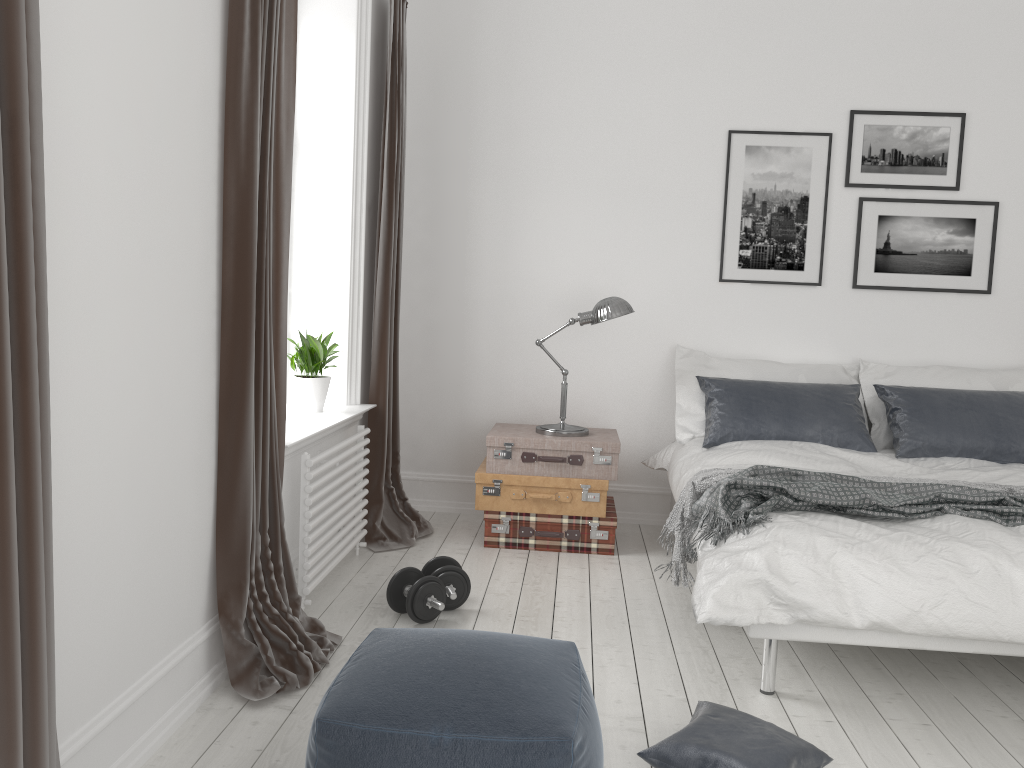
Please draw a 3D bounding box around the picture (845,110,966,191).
[{"bbox_3d":[2.085,-1.240,4.709,0.592,0.403,0.015,3,5,4],"label":"picture"}]

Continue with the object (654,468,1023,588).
[{"bbox_3d":[1.677,0.614,3.379,2.236,0.500,0.521,3,5,7],"label":"object"}]

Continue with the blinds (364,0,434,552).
[{"bbox_3d":[-0.508,-0.578,4.429,0.327,2.680,0.779,2,5,-1],"label":"blinds"}]

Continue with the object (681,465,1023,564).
[{"bbox_3d":[1.674,0.541,3.000,2.154,0.377,0.536,3,5,7],"label":"object"}]

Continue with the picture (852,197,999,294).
[{"bbox_3d":[2.208,-0.739,4.741,0.720,0.486,0.015,3,5,4],"label":"picture"}]

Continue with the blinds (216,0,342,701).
[{"bbox_3d":[-0.674,-0.436,2.704,0.294,2.681,0.582,4,5,11],"label":"blinds"}]

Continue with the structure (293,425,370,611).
[{"bbox_3d":[-0.756,0.549,3.687,0.114,0.670,0.887,3,5,4],"label":"structure"}]

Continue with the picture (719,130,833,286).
[{"bbox_3d":[1.419,-0.947,4.784,0.545,0.810,0.015,3,5,4],"label":"picture"}]

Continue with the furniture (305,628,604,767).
[{"bbox_3d":[-0.119,0.792,1.969,0.646,0.423,0.646,3,5,5],"label":"furniture"}]

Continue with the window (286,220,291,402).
[{"bbox_3d":[-1.067,-0.814,3.596,0.120,1.956,1.112,3,5,4],"label":"window"}]

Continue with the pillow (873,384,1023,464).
[{"bbox_3d":[2.231,0.201,4.305,0.842,0.339,0.405,3,5,4],"label":"pillow"}]

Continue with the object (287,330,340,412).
[{"bbox_3d":[-0.890,-0.066,3.941,0.284,0.369,0.215,1,5,-17],"label":"object"}]

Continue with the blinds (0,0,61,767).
[{"bbox_3d":[-0.735,-0.318,1.289,0.318,2.680,0.769,2,5,0],"label":"blinds"}]

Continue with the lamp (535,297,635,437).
[{"bbox_3d":[0.356,-0.095,4.464,0.488,0.699,0.269,3,5,4],"label":"lamp"}]

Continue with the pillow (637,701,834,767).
[{"bbox_3d":[0.576,0.941,2.265,0.381,0.121,0.391,6,6,34],"label":"pillow"}]

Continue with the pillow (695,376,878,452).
[{"bbox_3d":[1.341,0.156,4.380,0.837,0.329,0.405,3,5,4],"label":"pillow"}]

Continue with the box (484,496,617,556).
[{"bbox_3d":[0.200,0.704,4.547,0.647,0.185,0.537,3,5,4],"label":"box"}]

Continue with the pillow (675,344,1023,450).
[{"bbox_3d":[1.818,0.110,4.549,1.965,0.529,0.465,3,5,4],"label":"pillow"}]

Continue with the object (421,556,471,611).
[{"bbox_3d":[-0.263,0.781,3.481,0.179,0.179,0.326,1,5,-16],"label":"object"}]

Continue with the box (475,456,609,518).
[{"bbox_3d":[0.158,0.519,4.531,0.647,0.185,0.537,3,5,4],"label":"box"}]

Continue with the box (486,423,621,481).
[{"bbox_3d":[0.212,0.339,4.512,0.647,0.185,0.537,3,5,4],"label":"box"}]

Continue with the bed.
[{"bbox_3d":[1.714,0.477,3.640,2.217,0.926,2.473,3,5,5],"label":"bed"}]

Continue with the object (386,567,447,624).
[{"bbox_3d":[-0.358,0.790,3.325,0.179,0.179,0.326,-2,6,-41],"label":"object"}]
